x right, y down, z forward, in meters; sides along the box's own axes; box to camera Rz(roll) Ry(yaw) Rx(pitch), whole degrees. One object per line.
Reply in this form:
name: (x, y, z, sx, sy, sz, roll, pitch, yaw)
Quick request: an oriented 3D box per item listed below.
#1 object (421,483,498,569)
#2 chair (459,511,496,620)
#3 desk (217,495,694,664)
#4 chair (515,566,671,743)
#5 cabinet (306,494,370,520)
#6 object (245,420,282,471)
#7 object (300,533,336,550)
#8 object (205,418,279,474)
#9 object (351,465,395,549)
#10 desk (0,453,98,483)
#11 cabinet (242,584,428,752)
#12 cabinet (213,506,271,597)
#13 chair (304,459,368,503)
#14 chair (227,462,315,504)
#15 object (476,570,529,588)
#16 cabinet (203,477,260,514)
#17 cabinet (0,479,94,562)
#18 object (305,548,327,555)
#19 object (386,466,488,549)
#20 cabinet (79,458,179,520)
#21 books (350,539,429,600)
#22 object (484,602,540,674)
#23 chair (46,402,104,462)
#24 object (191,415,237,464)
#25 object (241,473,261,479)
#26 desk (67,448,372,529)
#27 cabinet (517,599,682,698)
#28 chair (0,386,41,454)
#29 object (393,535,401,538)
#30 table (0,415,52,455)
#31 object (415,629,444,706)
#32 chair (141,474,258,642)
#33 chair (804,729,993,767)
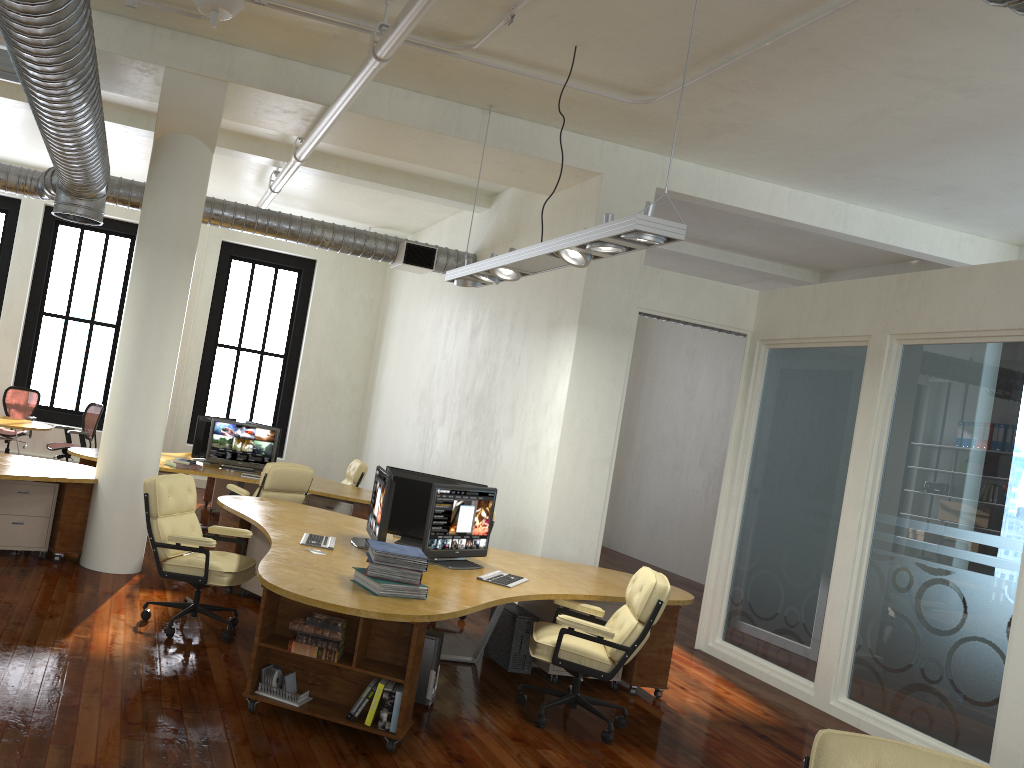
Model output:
object: (-0.356, 0.982, 6.174, 0.320, 0.552, 0.732, 8, -3, 36)
chair: (-0.674, 1.536, 7.976, 0.788, 1.020, 0.705, 8, -2, 41)
desk: (-1.062, 1.542, 6.689, 3.854, 0.733, 3.513, 7, -4, 42)
chair: (0.488, 1.605, 5.546, 0.806, 1.020, 0.695, 9, -2, 7)
cabinet: (-1.825, 1.606, 9.993, 0.946, 0.708, 0.832, 9, -2, 17)
object: (-3.083, 0.765, 10.842, 0.263, 0.552, 0.888, 11, -3, -44)
object: (-1.340, 1.085, 6.146, 0.227, 0.016, 0.480, 10, -3, -7)
object: (-3.121, 0.728, 10.272, 0.759, 0.552, 0.309, 10, -2, -20)
object: (-0.971, 0.888, 6.379, 0.283, 0.552, 0.829, 10, -2, -13)
desk: (-5.563, 0.792, 7.004, 3.756, 0.733, 3.622, 9, -3, 20)
cabinet: (-0.913, 1.499, 5.041, 0.929, 0.708, 0.849, 9, -2, 12)
cabinet: (-1.905, 1.459, 7.470, 0.978, 0.708, 0.800, 8, -3, 42)
chair: (-2.342, 1.435, 11.431, 0.753, 1.020, 0.744, 10, -2, -13)
chair: (-2.585, 1.278, 9.255, 0.858, 1.020, 0.648, 8, -2, 41)
object: (-0.054, 1.290, 5.881, 0.246, 0.016, 0.442, 9, -3, 19)
cabinet: (-3.693, 1.393, 11.980, 0.855, 0.708, 0.923, 10, -2, -14)
cabinet: (-4.180, 1.080, 7.641, 0.806, 0.708, 0.971, 11, -3, -41)
object: (-1.263, 1.077, 5.706, 0.102, 0.015, 0.145, 11, -3, -31)
object: (-0.620, 0.967, 6.745, 0.861, 0.552, 0.272, 9, -2, 20)
cabinet: (-4.195, 1.187, 9.700, 0.805, 0.708, 0.973, 12, -3, -43)
books: (-0.674, 1.028, 4.928, 0.409, 0.226, 0.468, 10, -3, -8)
object: (-0.013, 1.889, 6.666, 0.170, 0.411, 0.507, 10, -2, -22)
chair: (-7.866, 0.307, 9.176, 1.041, 1.157, 7.171, 8, -3, 39)
object: (-3.611, 0.670, 10.741, 0.312, 0.552, 0.752, 9, -2, 19)
object: (-2.755, 1.037, 9.786, 0.469, 0.016, 0.233, 10, -3, -5)
desk: (-3.363, 1.376, 10.944, 3.765, 0.733, 3.627, 10, -3, -12)
cabinet: (0.576, 1.840, 6.694, 0.845, 0.708, 0.932, 10, -2, -19)
chair: (-7.036, 0.626, 12.529, 0.709, 1.157, 0.779, 10, -2, -10)
object: (-0.693, 1.244, 7.065, 0.500, 0.016, 0.218, 9, -3, 15)
table: (-6.821, 0.820, 11.561, 1.536, 0.744, 1.432, 9, -3, 8)
object: (-0.693, 1.712, 5.511, 0.505, 0.411, 0.171, 9, -1, 15)
chair: (-2.180, 1.184, 6.174, 0.818, 1.020, 0.684, 9, -2, 12)
chair: (1.053, 1.528, 2.282, 0.770, 1.020, 0.724, 9, -2, 21)
